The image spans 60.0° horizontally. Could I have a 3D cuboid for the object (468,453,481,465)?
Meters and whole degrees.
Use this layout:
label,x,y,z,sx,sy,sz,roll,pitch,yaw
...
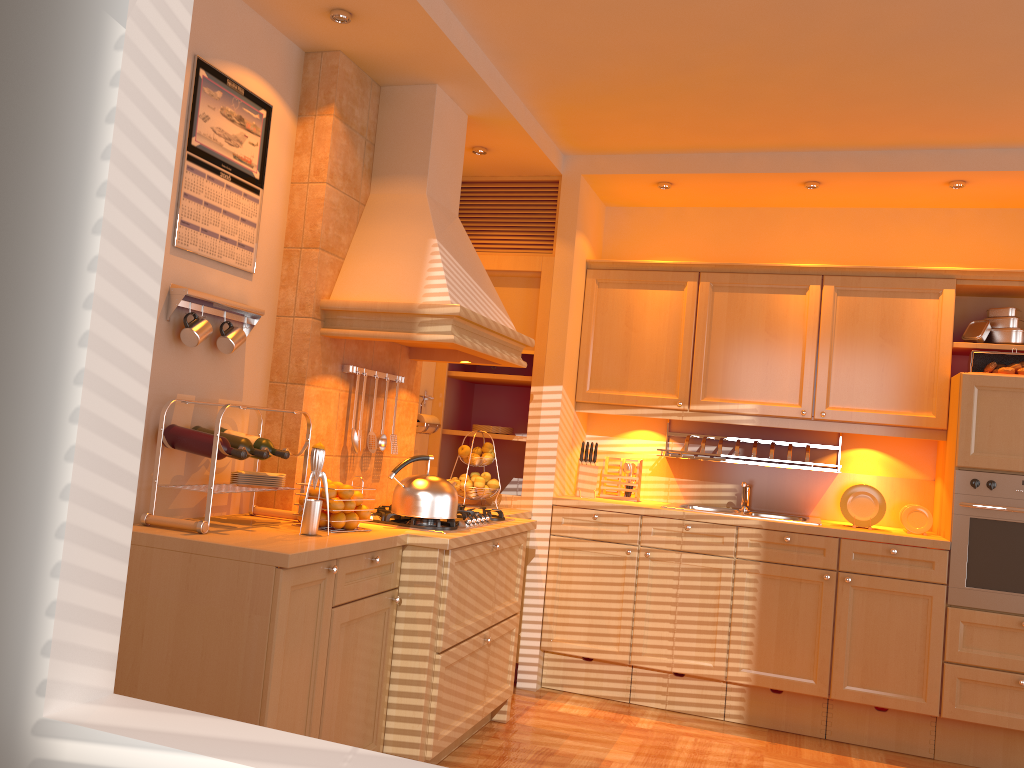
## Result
label,x,y,z,sx,sy,sz,roll,pitch,yaw
object,-0.186,0.370,4.374,0.064,0.058,0.063,6,-4,-15

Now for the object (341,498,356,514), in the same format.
label,x,y,z,sx,sy,sz,roll,pitch,yaw
object,-0.548,0.403,2.938,0.062,0.053,0.052,2,-5,40

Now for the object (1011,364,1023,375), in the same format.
label,x,y,z,sx,sy,sz,roll,pitch,yaw
object,2.268,-0.063,3.995,0.065,0.056,0.056,5,-3,3

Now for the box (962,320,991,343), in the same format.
label,x,y,z,sx,sy,sz,roll,pitch,yaw
box,2.226,-0.247,4.247,0.117,0.129,0.098,8,-4,-35

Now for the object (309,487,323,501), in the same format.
label,x,y,z,sx,sy,sz,roll,pitch,yaw
object,-0.642,0.365,2.926,0.063,0.051,0.053,4,-4,24

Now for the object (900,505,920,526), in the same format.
label,x,y,z,sx,sy,sz,roll,pitch,yaw
object,1.910,0.636,4.196,0.133,0.129,0.037,4,-4,19

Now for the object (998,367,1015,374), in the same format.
label,x,y,z,sx,sy,sz,roll,pitch,yaw
object,2.212,-0.058,3.967,0.066,0.034,0.069,3,-4,37

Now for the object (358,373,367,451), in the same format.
label,x,y,z,sx,sy,sz,roll,pitch,yaw
object,-0.598,0.115,3.540,0.006,0.319,0.028,4,-4,19

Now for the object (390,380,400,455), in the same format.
label,x,y,z,sx,sy,sz,roll,pitch,yaw
object,-0.498,0.143,3.823,0.020,0.323,0.061,4,-4,19

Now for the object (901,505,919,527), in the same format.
label,x,y,z,sx,sy,sz,roll,pitch,yaw
object,1.891,0.631,4.144,0.133,0.129,0.037,4,-4,19

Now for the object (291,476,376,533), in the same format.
label,x,y,z,sx,sy,sz,roll,pitch,yaw
object,-0.594,0.395,2.973,0.189,0.174,0.207,3,-4,33

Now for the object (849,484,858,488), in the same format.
label,x,y,z,sx,sy,sz,roll,pitch,yaw
object,1.681,0.581,4.250,0.205,0.200,0.049,4,-4,20

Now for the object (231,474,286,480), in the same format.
label,x,y,z,sx,sy,sz,roll,pitch,yaw
object,-0.839,0.309,2.944,0.172,0.011,0.163,6,-4,-12

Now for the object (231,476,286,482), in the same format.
label,x,y,z,sx,sy,sz,roll,pitch,yaw
object,-0.840,0.316,2.944,0.172,0.011,0.163,6,-4,-12

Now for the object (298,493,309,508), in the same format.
label,x,y,z,sx,sy,sz,roll,pitch,yaw
object,-0.680,0.391,2.948,0.060,0.055,0.053,4,-4,22

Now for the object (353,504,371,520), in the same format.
label,x,y,z,sx,sy,sz,roll,pitch,yaw
object,-0.506,0.435,2.995,0.052,0.054,0.061,9,-5,-44

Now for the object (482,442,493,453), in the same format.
label,x,y,z,sx,sy,sz,roll,pitch,yaw
object,-0.122,0.319,4.411,0.055,0.059,0.058,7,-4,-25

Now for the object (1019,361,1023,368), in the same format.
label,x,y,z,sx,sy,sz,roll,pitch,yaw
object,2.323,-0.084,3.997,0.061,0.047,0.063,7,-4,-23

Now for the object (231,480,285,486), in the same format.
label,x,y,z,sx,sy,sz,roll,pitch,yaw
object,-0.841,0.329,2.943,0.172,0.011,0.163,6,-4,-12

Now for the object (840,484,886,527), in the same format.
label,x,y,z,sx,sy,sz,roll,pitch,yaw
object,1.661,0.576,4.198,0.205,0.200,0.049,4,-4,20

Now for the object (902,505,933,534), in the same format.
label,x,y,z,sx,sy,sz,roll,pitch,yaw
object,1.882,0.629,4.118,0.133,0.129,0.037,4,-4,19

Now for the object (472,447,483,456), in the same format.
label,x,y,z,sx,sy,sz,roll,pitch,yaw
object,-0.172,0.339,4.420,0.051,0.051,0.050,2,-5,43

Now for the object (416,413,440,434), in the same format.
label,x,y,z,sx,sy,sz,roll,pitch,yaw
object,-0.437,0.198,4.408,0.096,0.094,0.186,4,-4,19

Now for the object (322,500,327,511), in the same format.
label,x,y,z,sx,sy,sz,roll,pitch,yaw
object,-0.603,0.394,2.932,0.051,0.053,0.064,6,-4,-19

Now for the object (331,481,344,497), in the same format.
label,x,y,z,sx,sy,sz,roll,pitch,yaw
object,-0.587,0.352,2.966,0.063,0.053,0.051,6,-4,-20

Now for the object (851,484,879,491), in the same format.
label,x,y,z,sx,sy,sz,roll,pitch,yaw
object,1.671,0.578,4.224,0.205,0.200,0.049,4,-4,20

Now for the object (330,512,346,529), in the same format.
label,x,y,z,sx,sy,sz,roll,pitch,yaw
object,-0.568,0.444,2.896,0.052,0.057,0.060,6,-4,-20

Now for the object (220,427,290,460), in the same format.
label,x,y,z,sx,sy,sz,roll,pitch,yaw
object,-0.851,0.198,2.897,0.282,0.095,0.076,4,-4,19

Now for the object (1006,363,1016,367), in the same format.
label,x,y,z,sx,sy,sz,roll,pitch,yaw
object,2.287,-0.062,4.042,0.066,0.063,0.061,4,-4,26

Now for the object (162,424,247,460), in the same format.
label,x,y,z,sx,sy,sz,roll,pitch,yaw
object,-0.923,0.178,2.678,0.282,0.095,0.076,4,-4,19

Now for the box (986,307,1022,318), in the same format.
label,x,y,z,sx,sy,sz,roll,pitch,yaw
box,2.376,-0.336,4.286,0.098,0.052,0.140,8,-4,-35

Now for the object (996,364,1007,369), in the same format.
label,x,y,z,sx,sy,sz,roll,pitch,yaw
object,2.247,-0.062,4.078,0.069,0.061,0.037,5,-3,2

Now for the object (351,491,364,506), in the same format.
label,x,y,z,sx,sy,sz,roll,pitch,yaw
object,-0.526,0.386,2.989,0.053,0.052,0.061,6,-3,-8

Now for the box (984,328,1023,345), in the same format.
label,x,y,z,sx,sy,sz,roll,pitch,yaw
box,2.365,-0.213,4.279,0.169,0.090,0.242,8,-4,-35

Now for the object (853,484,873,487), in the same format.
label,x,y,z,sx,sy,sz,roll,pitch,yaw
object,1.691,0.583,4.276,0.205,0.200,0.049,4,-4,20

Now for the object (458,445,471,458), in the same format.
label,x,y,z,sx,sy,sz,roll,pitch,yaw
object,-0.234,0.334,4.384,0.063,0.064,0.061,3,-4,28

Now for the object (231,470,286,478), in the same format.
label,x,y,z,sx,sy,sz,roll,pitch,yaw
object,-0.838,0.303,2.945,0.172,0.011,0.163,6,-4,-12

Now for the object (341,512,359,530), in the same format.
label,x,y,z,sx,sy,sz,roll,pitch,yaw
object,-0.546,0.455,2.952,0.074,0.063,0.064,5,-3,-1

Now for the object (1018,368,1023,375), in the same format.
label,x,y,z,sx,sy,sz,roll,pitch,yaw
object,2.282,-0.055,3.938,0.065,0.036,0.062,3,-4,31

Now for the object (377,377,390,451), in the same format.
label,x,y,z,sx,sy,sz,roll,pitch,yaw
object,-0.548,0.125,3.730,0.037,0.309,0.077,4,-4,18

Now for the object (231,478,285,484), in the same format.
label,x,y,z,sx,sy,sz,roll,pitch,yaw
object,-0.840,0.322,2.944,0.172,0.011,0.163,6,-4,-12

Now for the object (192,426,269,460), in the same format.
label,x,y,z,sx,sy,sz,roll,pitch,yaw
object,-0.887,0.188,2.788,0.282,0.095,0.076,4,-4,19

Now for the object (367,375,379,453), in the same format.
label,x,y,z,sx,sy,sz,roll,pitch,yaw
object,-0.561,0.124,3.634,0.017,0.320,0.090,4,-4,19

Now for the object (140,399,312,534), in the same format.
label,x,y,z,sx,sy,sz,roll,pitch,yaw
object,-0.882,0.258,2.840,0.221,0.379,0.572,4,-4,19

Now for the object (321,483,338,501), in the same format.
label,x,y,z,sx,sy,sz,roll,pitch,yaw
object,-0.596,0.355,2.898,0.057,0.060,0.052,7,-4,-33

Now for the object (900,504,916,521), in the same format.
label,x,y,z,sx,sy,sz,roll,pitch,yaw
object,1.919,0.639,4.222,0.133,0.129,0.037,4,-4,19

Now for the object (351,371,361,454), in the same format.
label,x,y,z,sx,sy,sz,roll,pitch,yaw
object,-0.606,0.112,3.481,0.028,0.323,0.055,4,-4,19

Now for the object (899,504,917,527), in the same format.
label,x,y,z,sx,sy,sz,roll,pitch,yaw
object,1.937,0.644,4.274,0.133,0.129,0.037,4,-4,21

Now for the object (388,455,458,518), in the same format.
label,x,y,z,sx,sy,sz,roll,pitch,yaw
object,-0.314,0.369,3.264,0.242,0.215,0.251,5,-3,6

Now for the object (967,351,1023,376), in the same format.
label,x,y,z,sx,sy,sz,roll,pitch,yaw
object,2.275,-0.080,4.024,0.400,0.123,0.280,4,-4,19

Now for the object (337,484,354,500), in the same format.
label,x,y,z,sx,sy,sz,roll,pitch,yaw
object,-0.548,0.356,2.920,0.053,0.051,0.063,4,-4,26

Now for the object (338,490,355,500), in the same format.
label,x,y,z,sx,sy,sz,roll,pitch,yaw
object,-0.566,0.373,3.031,0.063,0.053,0.051,6,-3,-8

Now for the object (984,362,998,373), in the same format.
label,x,y,z,sx,sy,sz,roll,pitch,yaw
object,2.187,-0.069,4.054,0.055,0.064,0.069,4,-4,23

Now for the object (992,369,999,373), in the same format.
label,x,y,z,sx,sy,sz,roll,pitch,yaw
object,2.218,-0.054,4.033,0.068,0.035,0.067,7,-4,-31

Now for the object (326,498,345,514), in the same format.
label,x,y,z,sx,sy,sz,roll,pitch,yaw
object,-0.575,0.395,2.882,0.053,0.051,0.063,3,-4,37

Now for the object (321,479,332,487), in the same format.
label,x,y,z,sx,sy,sz,roll,pitch,yaw
object,-0.631,0.354,3.028,0.059,0.060,0.050,7,-4,-22

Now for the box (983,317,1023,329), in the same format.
label,x,y,z,sx,sy,sz,roll,pitch,yaw
box,2.371,-0.282,4.283,0.124,0.066,0.177,8,-4,-35

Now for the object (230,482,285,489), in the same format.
label,x,y,z,sx,sy,sz,roll,pitch,yaw
object,-0.842,0.335,2.943,0.172,0.011,0.163,6,-4,-12

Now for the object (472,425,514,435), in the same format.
label,x,y,z,sx,sy,sz,roll,pitch,yaw
object,-0.101,0.245,4.723,0.222,0.039,0.222,3,-4,36
